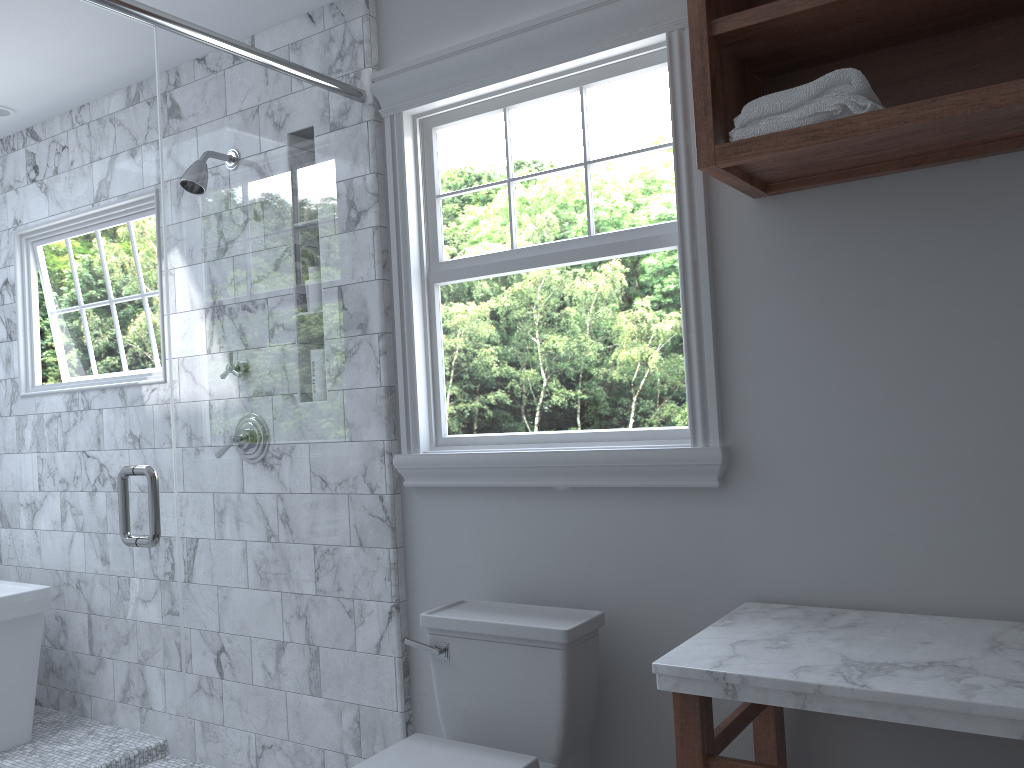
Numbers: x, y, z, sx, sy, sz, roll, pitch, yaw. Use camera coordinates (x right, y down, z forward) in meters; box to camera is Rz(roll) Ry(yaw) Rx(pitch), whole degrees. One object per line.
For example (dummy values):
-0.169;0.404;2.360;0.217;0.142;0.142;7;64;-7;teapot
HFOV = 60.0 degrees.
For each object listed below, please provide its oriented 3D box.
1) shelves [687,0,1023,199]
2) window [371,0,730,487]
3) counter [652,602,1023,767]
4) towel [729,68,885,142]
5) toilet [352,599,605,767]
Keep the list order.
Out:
0.725;-0.737;1.767;0.647;0.566;0.357;-4;-2;33;shelves
0.080;-0.348;2.437;1.040;1.248;0.149;-4;-2;33;window
0.772;0.893;1.625;0.828;0.810;0.539;-4;-2;33;counter
0.615;-0.531;1.807;0.305;0.112;0.283;-4;-2;33;towel
-0.147;0.948;2.038;0.490;0.727;0.722;-4;-2;33;toilet
